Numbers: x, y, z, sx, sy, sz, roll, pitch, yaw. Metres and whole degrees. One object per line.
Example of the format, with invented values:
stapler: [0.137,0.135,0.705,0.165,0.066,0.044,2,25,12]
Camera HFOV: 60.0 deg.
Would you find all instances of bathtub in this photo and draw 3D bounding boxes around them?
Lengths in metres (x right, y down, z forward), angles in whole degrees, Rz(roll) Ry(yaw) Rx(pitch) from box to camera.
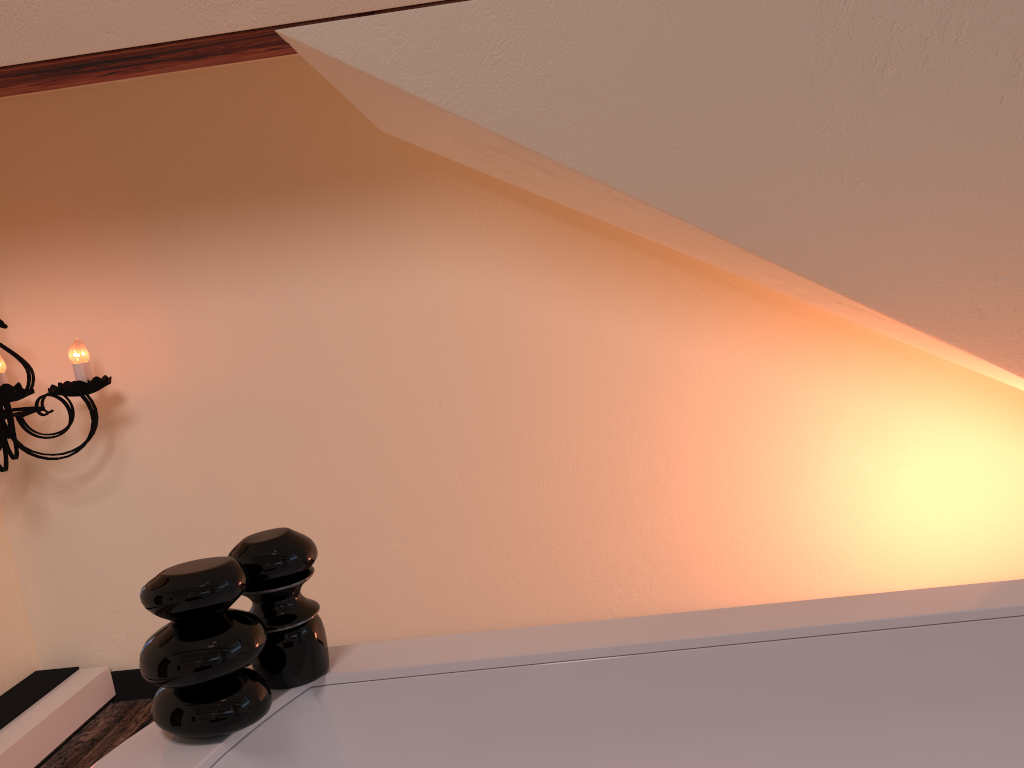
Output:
bathtub: [0.643,0.701,0.907,2.217,0.697,0.794,-7,7,4]

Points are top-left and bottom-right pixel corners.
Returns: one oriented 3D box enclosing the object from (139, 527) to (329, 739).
object: [-0.345,0.346,1.136,0.156,0.230,0.274,-3,8,34]

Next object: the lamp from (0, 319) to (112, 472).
lamp: [-1.412,-0.313,2.277,0.616,1.131,0.537,-6,8,15]
